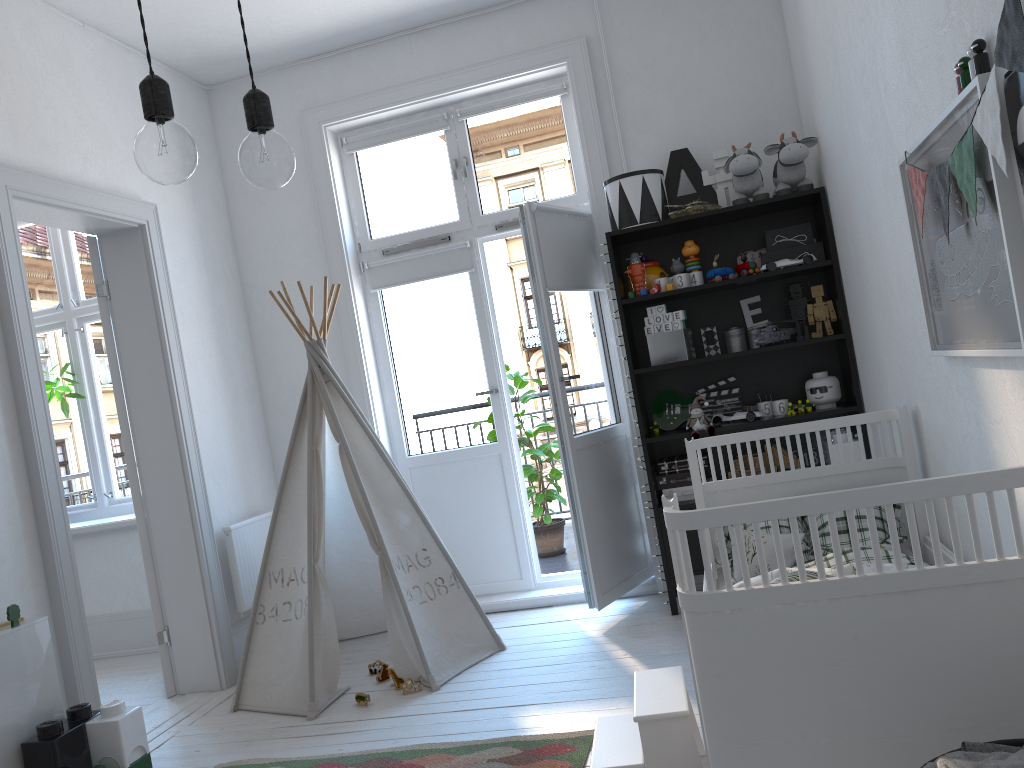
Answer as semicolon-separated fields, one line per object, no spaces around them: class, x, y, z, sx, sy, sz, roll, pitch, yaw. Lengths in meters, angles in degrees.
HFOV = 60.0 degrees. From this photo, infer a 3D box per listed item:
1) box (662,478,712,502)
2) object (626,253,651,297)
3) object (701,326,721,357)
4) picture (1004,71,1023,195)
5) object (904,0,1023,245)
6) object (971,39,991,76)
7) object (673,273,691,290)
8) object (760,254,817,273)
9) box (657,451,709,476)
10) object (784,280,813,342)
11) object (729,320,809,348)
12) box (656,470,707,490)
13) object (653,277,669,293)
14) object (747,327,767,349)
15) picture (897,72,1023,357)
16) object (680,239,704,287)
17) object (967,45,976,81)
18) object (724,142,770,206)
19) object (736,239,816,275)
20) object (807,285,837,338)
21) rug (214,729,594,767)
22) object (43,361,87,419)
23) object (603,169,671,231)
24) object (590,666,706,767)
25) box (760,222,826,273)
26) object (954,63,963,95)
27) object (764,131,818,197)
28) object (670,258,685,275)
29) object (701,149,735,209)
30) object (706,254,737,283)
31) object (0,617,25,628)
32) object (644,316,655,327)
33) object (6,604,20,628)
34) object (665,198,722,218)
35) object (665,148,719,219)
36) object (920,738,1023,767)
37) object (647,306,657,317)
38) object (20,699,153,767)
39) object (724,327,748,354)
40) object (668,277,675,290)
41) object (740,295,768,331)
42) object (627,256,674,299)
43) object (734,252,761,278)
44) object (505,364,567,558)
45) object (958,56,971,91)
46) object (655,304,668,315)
box;0.790;0.477;3.972;0.216;0.062;0.179;-10;0;13
object;0.559;-0.479;3.894;0.105;0.203;0.072;-10;0;21
object;0.904;-0.193;4.033;0.070;0.134;0.028;-10;0;13
picture;0.822;-0.354;1.390;0.010;0.301;0.151;-10;0;13
object;0.860;-0.491;1.703;0.058;0.415;0.904;-10;0;13
object;0.811;-0.565;1.534;0.025;0.064;0.025;-10;0;6
object;0.735;-0.441;3.839;0.067;0.067;0.067;-10;0;14
object;1.158;-0.506;3.729;0.230;0.048;0.098;-10;0;3
box;0.769;0.356;3.973;0.216;0.062;0.179;-10;0;13
object;1.249;-0.318;3.845;0.117;0.259;0.081;-10;0;13
object;1.122;-0.218;3.827;0.368;0.106;0.349;-10;0;15
box;0.762;0.420;3.976;0.216;0.062;0.179;-10;0;13
object;0.654;-0.427;3.873;0.067;0.067;0.067;-10;0;14
object;1.080;-0.204;3.871;0.078;0.091;0.246;-10;0;8
picture;0.935;-0.302;1.861;0.030;0.493;0.703;-10;0;13
object;0.788;-0.524;3.863;0.077;0.213;0.077;-10;0;-43
object;0.816;-0.566;1.558;0.025;0.064;0.025;-10;0;9
object;1.004;-0.882;3.787;0.154;0.253;0.370;-10;0;21
object;1.191;-0.555;3.971;0.347;0.131;0.037;-10;0;13
object;1.311;-0.309;3.767;0.114;0.221;0.052;-10;0;13
rug;-0.599;1.203;1.883;1.320;0.016;2.028;-10;0;13
object;-2.802;0.335;5.152;0.696;1.022;0.497;-10;0;-14
object;0.599;-0.817;4.008;0.272;0.259;0.394;-10;0;42
object;0.350;0.923;2.309;0.288;0.245;0.332;-10;0;8
box;1.213;-0.586;3.856;0.252;0.189;0.179;-10;0;13
object;0.841;-0.569;1.652;0.025;0.064;0.025;-10;0;9
object;1.151;-0.908;3.756;0.211;0.253;0.386;-10;0;-3
object;0.752;-0.490;3.999;0.063;0.160;0.063;-10;0;-8
object;0.957;-0.895;3.967;0.190;0.290;0.065;-10;0;18
object;0.900;-0.499;3.838;0.121;0.126;0.087;-10;0;-9
object;-1.651;0.738;2.365;0.111;0.047;0.902;-10;0;8
object;0.606;-0.274;3.885;0.040;0.040;0.040;-10;0;23
object;-1.523;0.708;2.712;0.009;0.066;0.054;-10;0;4
object;0.774;-0.768;3.858;0.338;0.100;0.121;-10;0;-42
object;0.793;-0.893;4.037;0.343;0.344;0.057;-10;0;13
object;0.714;0.713;1.117;0.345;0.513;0.346;-10;0;4
object;0.614;-0.316;3.877;0.040;0.040;0.040;-10;0;18
object;-1.281;1.161;2.694;0.247;0.332;0.246;-10;0;13
object;1.003;-0.198;3.975;0.095;0.110;0.095;-10;0;18
object;0.716;-0.437;3.904;0.067;0.067;0.067;-10;0;-13
object;1.091;-0.319;3.993;0.107;0.151;0.055;-10;0;13
object;0.608;-0.483;3.955;0.197;0.197;0.318;-10;0;10
object;1.015;-0.519;3.853;0.087;0.112;0.122;-10;0;-16
object;0.087;0.465;5.565;0.720;1.225;0.489;-10;0;23
object;0.834;-0.568;1.625;0.025;0.064;0.025;-10;0;11
object;0.650;-0.323;3.857;0.040;0.040;0.040;-10;0;23
